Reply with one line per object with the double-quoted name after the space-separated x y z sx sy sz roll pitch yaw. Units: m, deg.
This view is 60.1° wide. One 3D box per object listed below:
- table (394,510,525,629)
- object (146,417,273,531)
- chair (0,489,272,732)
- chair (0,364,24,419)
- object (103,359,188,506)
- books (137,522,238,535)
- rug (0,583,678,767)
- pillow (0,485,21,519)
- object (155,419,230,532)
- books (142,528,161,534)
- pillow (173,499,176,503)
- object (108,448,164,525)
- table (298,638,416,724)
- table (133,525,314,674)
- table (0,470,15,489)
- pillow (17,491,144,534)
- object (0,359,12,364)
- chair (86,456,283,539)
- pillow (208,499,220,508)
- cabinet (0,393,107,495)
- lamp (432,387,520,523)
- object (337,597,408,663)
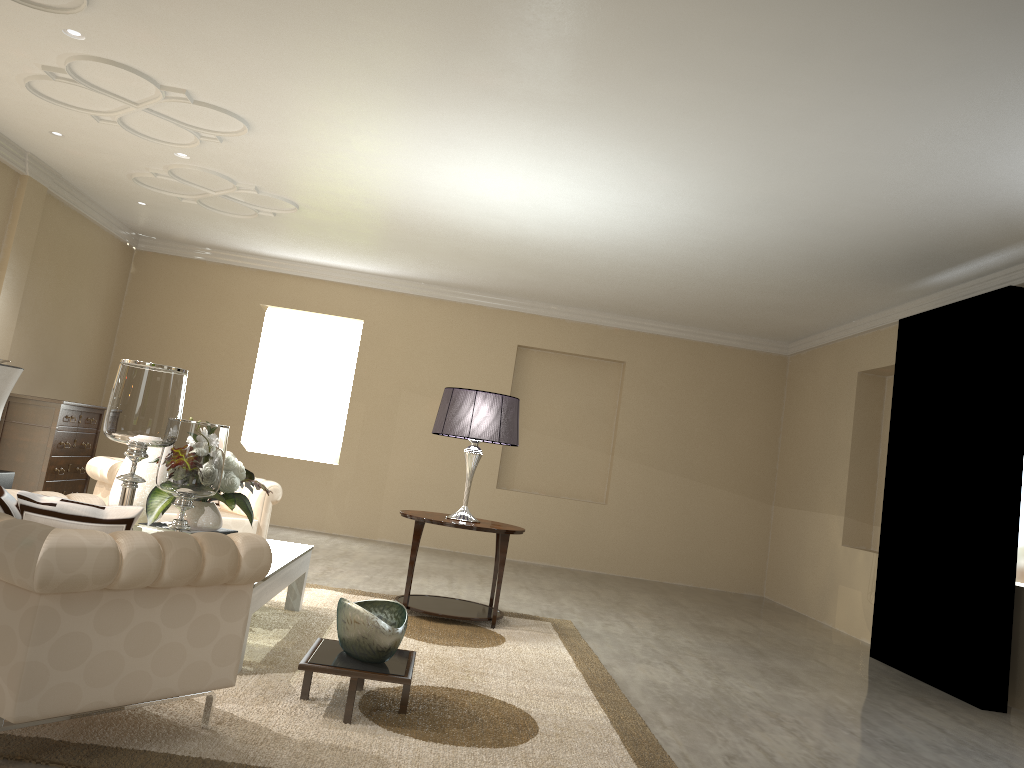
-0.299 0.971 4.685 0.673 0.502 0.670 9 -6 -5 "table"
-1.324 0.398 3.860 0.510 0.478 0.543 9 -7 -2 "object"
-1.172 0.593 2.251 0.851 0.557 0.704 5 -7 32 "chair"
-2.616 0.352 4.038 0.542 0.958 0.454 7 -8 12 "chair"
-1.351 0.268 3.177 0.251 0.688 0.249 8 -8 2 "object"
-1.398 0.628 3.839 0.275 0.016 0.338 7 -5 14 "books"
-0.885 1.030 3.505 2.669 0.022 2.953 9 -5 -3 "rug"
-1.330 0.386 2.263 0.196 0.271 0.299 13 -8 -33 "pillow"
-1.240 0.396 3.381 0.236 0.508 0.235 9 -8 -5 "object"
-1.392 0.646 3.832 0.254 0.019 0.334 8 -5 11 "books"
-1.810 0.585 4.879 0.127 0.188 0.236 4 -8 32 "pillow"
-1.712 0.453 4.103 0.251 0.388 0.250 10 -7 -8 "object"
-0.488 0.942 2.801 0.336 0.157 0.383 9 -6 -3 "table"
-1.455 0.815 3.568 1.056 0.347 1.293 9 -5 -3 "table"
-3.003 0.636 4.819 0.330 0.361 0.390 9 -7 -3 "table"
-1.038 0.397 2.116 0.283 0.253 0.184 10 -7 -10 "pillow"
-2.926 0.163 4.942 0.121 0.617 0.120 10 -8 -8 "object"
-1.827 0.732 4.822 0.843 0.555 0.734 14 -9 -43 "chair"
-1.783 0.584 5.052 0.250 0.224 0.164 14 -9 -39 "pillow"
-3.376 0.518 6.416 0.427 0.819 0.819 9 -7 -3 "cabinet"
-0.212 0.388 4.770 0.472 0.686 0.473 12 -8 -28 "lamp"
-0.457 0.782 2.823 0.195 0.179 0.375 12 -7 -28 "object"
